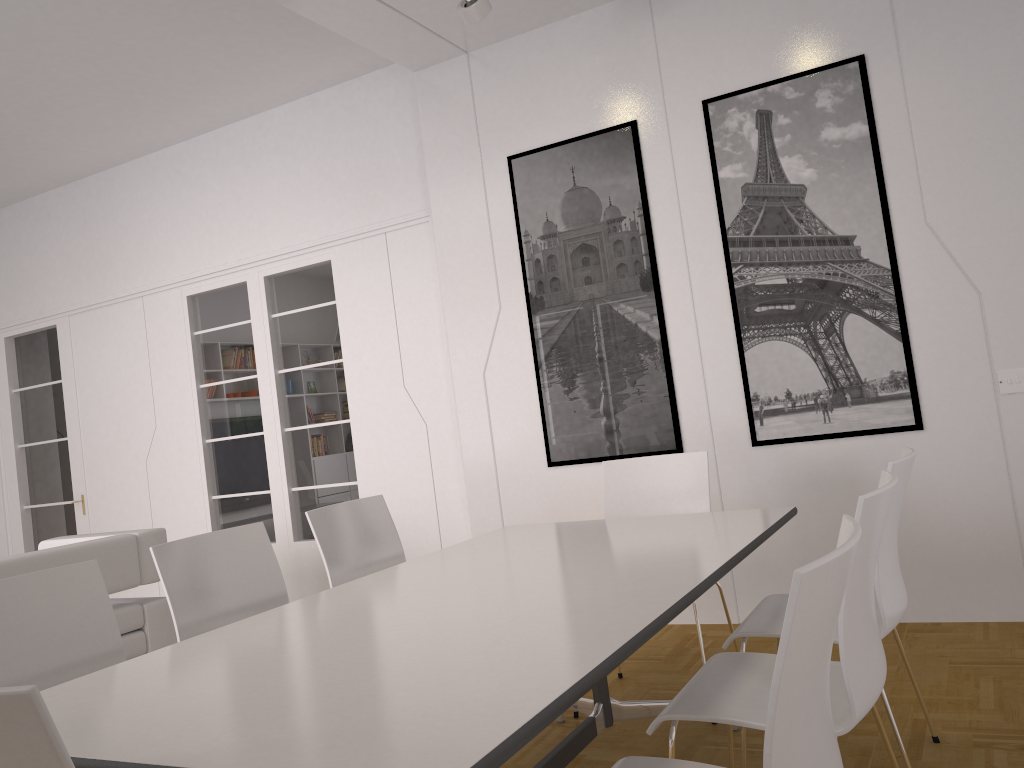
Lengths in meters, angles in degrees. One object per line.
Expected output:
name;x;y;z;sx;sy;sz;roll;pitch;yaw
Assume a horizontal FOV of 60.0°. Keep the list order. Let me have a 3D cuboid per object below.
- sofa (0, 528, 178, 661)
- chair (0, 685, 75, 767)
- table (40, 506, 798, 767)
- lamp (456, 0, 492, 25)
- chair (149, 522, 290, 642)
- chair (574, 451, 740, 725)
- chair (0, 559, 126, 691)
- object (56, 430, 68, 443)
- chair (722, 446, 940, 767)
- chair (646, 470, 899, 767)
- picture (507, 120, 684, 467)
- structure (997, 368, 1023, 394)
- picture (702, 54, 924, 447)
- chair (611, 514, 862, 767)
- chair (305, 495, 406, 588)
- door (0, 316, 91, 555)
sofa;-2.684;1.234;3.559;0.821;0.850;2.623;-9;-3;28
chair;-0.606;0.847;1.352;0.560;0.932;0.575;-9;-4;28
table;-0.008;0.913;2.419;1.209;0.723;2.411;-9;-3;28
lamp;-0.190;-1.811;4.031;0.174;0.365;0.167;-6;-3;-20
chair;-0.717;0.918;2.759;0.574;0.932;0.561;-9;-4;28
chair;0.553;0.777;3.553;0.560;0.932;0.575;-9;-4;28
chair;-1.025;0.935;2.175;0.574;0.932;0.561;-9;-4;28
object;-3.768;1.005;8.317;0.886;2.007;0.588;-5;-4;-42
chair;0.967;0.694;2.647;0.574;0.932;0.561;-9;-4;28
chair;0.658;0.711;2.063;0.574;0.932;0.561;-9;-4;28
picture;0.429;-0.468;4.826;0.785;1.782;0.013;-9;-4;28
structure;2.204;-0.014;3.899;0.114;0.104;0.013;-9;-4;28
picture;1.427;-0.619;4.296;0.785;1.782;0.016;-9;-4;28
chair;0.331;0.728;1.443;0.574;0.932;0.561;-9;-4;28
chair;-0.390;0.900;3.379;0.574;0.932;0.561;-9;-4;28
door;-3.836;0.733;7.299;1.007;2.457;0.139;-9;-4;28
